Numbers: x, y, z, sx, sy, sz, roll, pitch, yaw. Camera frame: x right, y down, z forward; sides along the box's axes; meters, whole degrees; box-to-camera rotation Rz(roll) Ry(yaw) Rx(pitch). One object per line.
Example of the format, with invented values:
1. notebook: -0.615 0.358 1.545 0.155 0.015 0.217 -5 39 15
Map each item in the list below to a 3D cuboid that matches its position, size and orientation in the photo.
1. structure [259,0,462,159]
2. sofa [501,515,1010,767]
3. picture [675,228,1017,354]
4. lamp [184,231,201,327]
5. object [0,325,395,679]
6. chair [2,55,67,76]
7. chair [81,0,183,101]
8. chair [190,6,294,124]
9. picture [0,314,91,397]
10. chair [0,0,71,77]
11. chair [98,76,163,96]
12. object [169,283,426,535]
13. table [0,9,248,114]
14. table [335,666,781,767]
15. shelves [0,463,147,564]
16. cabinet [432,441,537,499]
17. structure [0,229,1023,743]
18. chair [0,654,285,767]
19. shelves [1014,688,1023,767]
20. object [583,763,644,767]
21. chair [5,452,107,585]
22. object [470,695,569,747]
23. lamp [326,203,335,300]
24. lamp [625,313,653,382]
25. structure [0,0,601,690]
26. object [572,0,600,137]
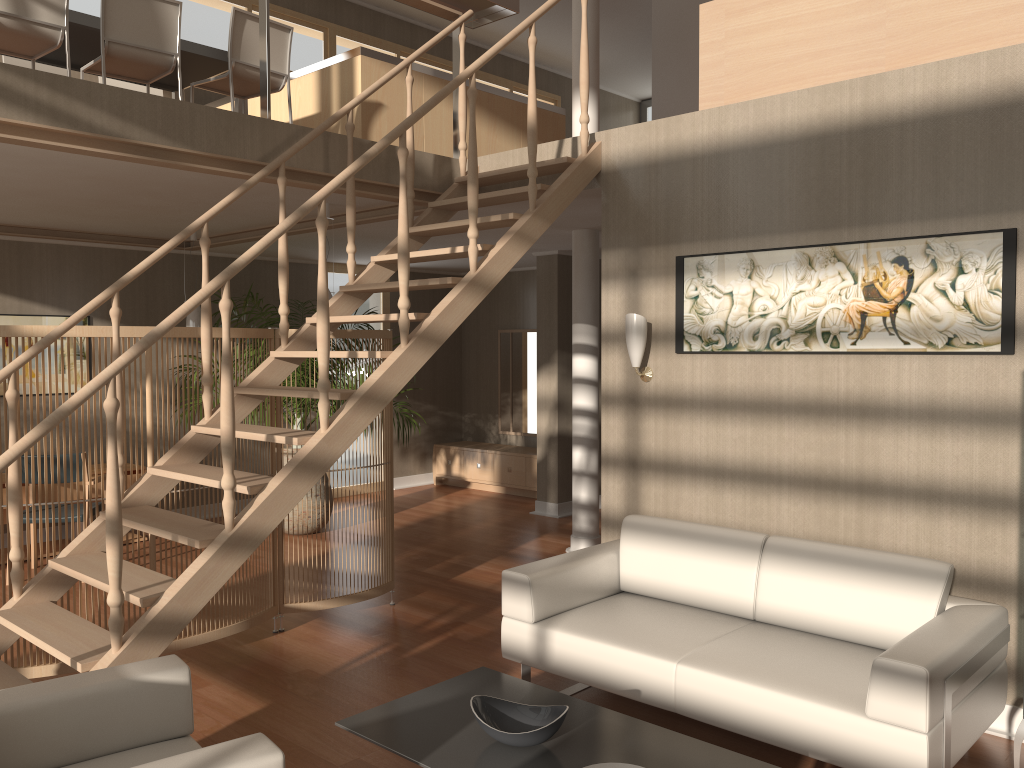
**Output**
1. structure: -2.700 -1.829 5.451 3.475 0.900 3.300 2 3 43
2. sofa: 0.902 1.019 3.586 1.781 0.740 0.905 2 3 43
3. picture: 1.391 -0.380 3.958 1.531 0.487 0.018 2 3 43
4. lamp: -2.501 -0.822 6.983 0.139 0.800 0.139 1 3 17
5. object: -1.467 0.490 4.465 2.229 1.542 0.233 -2 3 -42
6. chair: -2.960 -1.790 5.735 0.496 0.796 0.430 2 3 38
7. chair: -2.185 -1.765 5.066 0.430 0.796 0.496 -2 3 -42
8. chair: -1.658 -1.781 5.413 0.496 0.796 0.430 2 3 38
9. picture: -3.894 -0.218 6.772 0.010 0.633 1.317 2 3 43
10. chair: -2.610 -1.745 4.617 0.496 0.796 0.430 2 3 43
11. chair: -2.579 -1.809 6.158 0.430 0.796 0.496 -2 3 -37
12. object: -1.798 0.305 7.428 2.109 2.304 2.157 1 3 32
13. table: -2.667 -1.749 5.444 0.900 0.740 1.800 2 3 43
14. table: 0.112 1.272 2.774 1.260 0.293 0.700 2 3 43
15. shelves: -3.542 0.975 6.560 0.658 0.590 1.600 2 3 43
16. cabinet: -0.020 0.918 9.456 1.911 0.458 0.500 2 3 43
17. structure: 0.654 0.040 5.566 8.342 2.533 10.775 2 3 43
18. chair: -1.160 1.084 2.205 0.905 0.740 0.900 -2 3 -37
19. shelves: 1.932 0.614 2.906 0.400 1.600 0.403 2 3 43
20. object: 0.295 1.128 2.458 0.294 0.020 0.294 0 2 15
21. chair: -3.086 0.872 6.041 0.582 0.856 0.509 0 2 -7
22. object: 0.022 1.063 2.785 0.317 0.125 0.223 0 2 14
23. lamp: -1.211 -0.776 5.790 0.139 0.800 0.139 -1 2 -12
24. lamp: 0.652 -0.185 4.565 0.112 0.353 0.153 2 3 43
25. structure: -0.951 -0.412 3.996 1.000 3.578 3.150 2 3 43
26. object: 0.543 -2.635 6.521 0.200 2.400 0.200 2 3 43
